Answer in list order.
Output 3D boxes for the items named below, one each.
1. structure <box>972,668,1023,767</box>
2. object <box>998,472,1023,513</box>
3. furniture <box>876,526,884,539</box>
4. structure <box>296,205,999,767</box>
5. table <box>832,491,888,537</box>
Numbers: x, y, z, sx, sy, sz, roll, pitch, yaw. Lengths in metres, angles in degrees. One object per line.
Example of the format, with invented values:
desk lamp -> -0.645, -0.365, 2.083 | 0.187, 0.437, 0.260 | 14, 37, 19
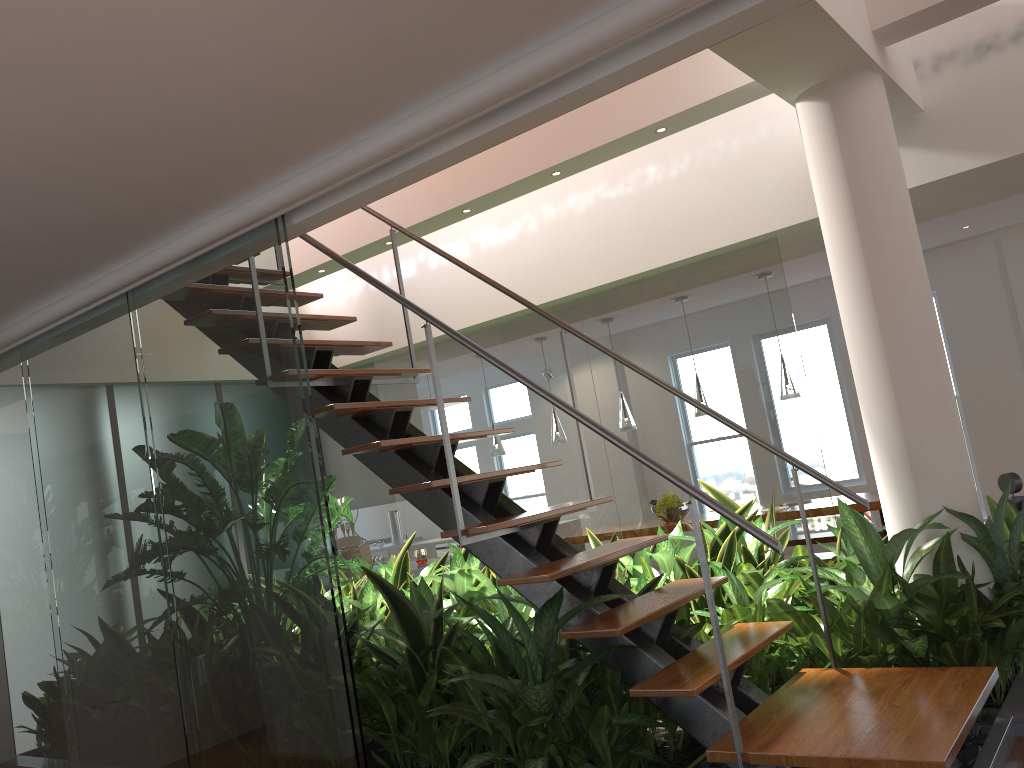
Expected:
structure -> 0.561, 1.486, 4.005 | 5.584, 0.386, 3.088 | -14, -7, 36
object -> 2.474, 0.690, 4.210 | 0.318, 0.565, 0.134 | -8, -6, -17
furniture -> 2.624, 1.472, 7.498 | 1.433, 0.389, 0.316 | -14, -7, 36
structure -> -0.445, -0.421, 4.437 | 4.591, 4.265, 2.552 | -14, -7, 36
table -> 0.682, 1.727, 8.229 | 5.996, 0.704, 0.893 | -14, -7, 36
